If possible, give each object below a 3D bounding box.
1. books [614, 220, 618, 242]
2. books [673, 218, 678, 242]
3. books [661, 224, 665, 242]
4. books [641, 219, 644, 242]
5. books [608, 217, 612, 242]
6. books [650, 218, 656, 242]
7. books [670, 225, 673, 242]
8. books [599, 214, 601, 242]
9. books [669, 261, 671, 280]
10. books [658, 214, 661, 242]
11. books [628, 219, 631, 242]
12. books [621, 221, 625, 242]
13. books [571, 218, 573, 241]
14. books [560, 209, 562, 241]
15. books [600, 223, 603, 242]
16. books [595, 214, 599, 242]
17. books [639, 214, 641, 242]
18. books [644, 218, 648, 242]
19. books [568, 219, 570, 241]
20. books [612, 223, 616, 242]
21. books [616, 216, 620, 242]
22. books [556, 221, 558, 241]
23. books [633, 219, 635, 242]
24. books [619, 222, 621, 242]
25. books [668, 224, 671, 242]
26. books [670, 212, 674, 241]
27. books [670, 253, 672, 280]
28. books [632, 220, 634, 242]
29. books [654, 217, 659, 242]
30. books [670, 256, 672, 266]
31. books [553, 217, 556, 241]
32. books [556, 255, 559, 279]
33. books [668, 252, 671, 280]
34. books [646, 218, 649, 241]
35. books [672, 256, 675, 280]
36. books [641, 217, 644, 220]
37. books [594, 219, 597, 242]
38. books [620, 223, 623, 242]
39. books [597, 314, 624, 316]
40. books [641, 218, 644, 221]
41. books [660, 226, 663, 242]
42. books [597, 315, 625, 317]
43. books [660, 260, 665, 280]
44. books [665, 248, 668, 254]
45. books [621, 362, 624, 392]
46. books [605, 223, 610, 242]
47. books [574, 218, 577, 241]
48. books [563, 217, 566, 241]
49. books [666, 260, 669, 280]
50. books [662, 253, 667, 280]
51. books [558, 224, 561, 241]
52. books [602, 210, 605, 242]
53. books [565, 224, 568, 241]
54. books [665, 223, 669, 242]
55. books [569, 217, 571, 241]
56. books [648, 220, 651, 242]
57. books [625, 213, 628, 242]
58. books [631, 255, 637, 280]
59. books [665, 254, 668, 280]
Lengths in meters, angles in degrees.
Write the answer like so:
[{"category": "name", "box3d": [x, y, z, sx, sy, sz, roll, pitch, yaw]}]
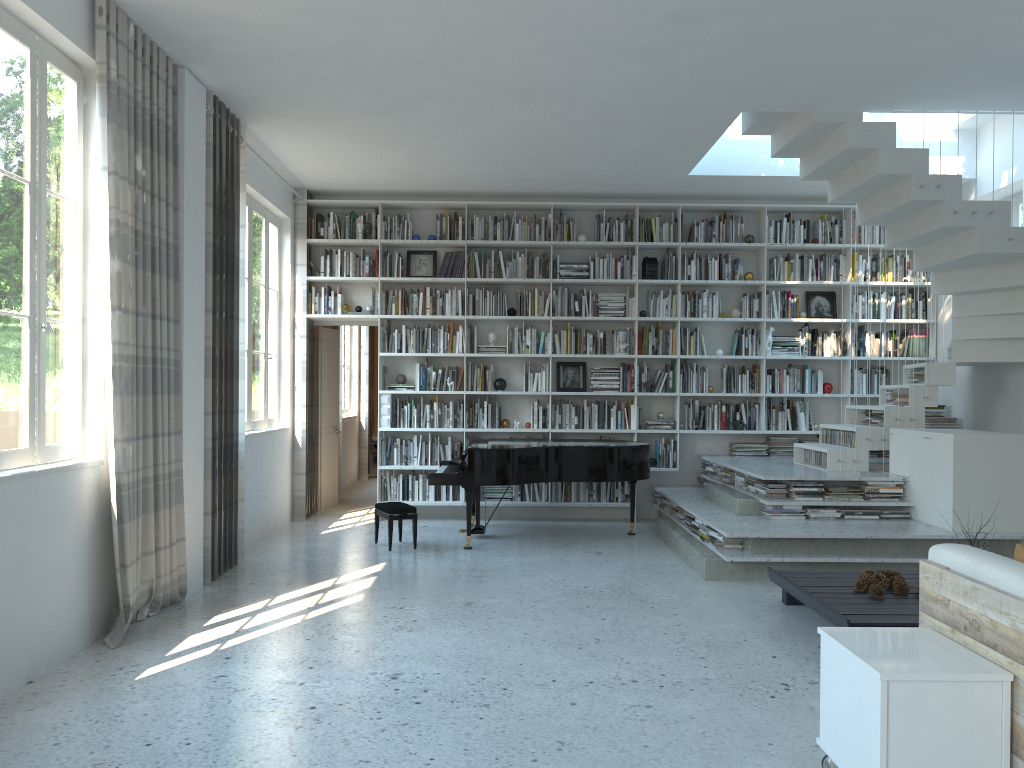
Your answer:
[{"category": "books", "box3d": [1.038, -1.504, 8.859, 0.023, 0.236, 0.154, 0, 0, -1]}, {"category": "books", "box3d": [1.621, -1.508, 8.850, 0.029, 0.253, 0.186, 0, 0, -1]}, {"category": "books", "box3d": [1.504, -1.483, 8.856, 0.024, 0.202, 0.180, 0, 0, -1]}, {"category": "books", "box3d": [1.296, -1.504, 8.842, 0.007, 0.239, 0.191, 0, 0, -1]}, {"category": "books", "box3d": [0.979, -1.521, 8.873, 0.028, 0.270, 0.140, 0, 0, -1]}, {"category": "books", "box3d": [1.403, -1.510, 8.853, 0.054, 0.254, 0.190, 0, 0, -1]}, {"category": "books", "box3d": [1.583, -1.479, 8.865, 0.022, 0.194, 0.181, 0, 0, -1]}, {"category": "books", "box3d": [0.870, -1.535, 8.859, 0.011, 0.296, 0.157, 0, 0, -1]}, {"category": "books", "box3d": [1.567, -1.121, 8.871, 0.013, 0.210, 0.140, 0, 0, -1]}, {"category": "books", "box3d": [1.465, -1.531, 8.857, 0.010, 0.297, 0.167, 0, 0, -1]}, {"category": "books", "box3d": [1.161, -1.507, 8.863, 0.028, 0.244, 0.161, 0, 0, -1]}, {"category": "books", "box3d": [1.108, -1.502, 8.882, 0.026, 0.234, 0.137, 0, 0, -1]}, {"category": "books", "box3d": [0.602, -1.517, 8.853, 0.005, 0.255, 0.168, 0, 0, -1]}, {"category": "books", "box3d": [0.489, -1.561, 8.865, 0.014, 0.341, 0.145, 0, 0, -1]}, {"category": "books", "box3d": [0.890, -1.491, 8.871, 0.031, 0.208, 0.146, 0, 0, -1]}, {"category": "books", "box3d": [0.847, -1.534, 8.851, 0.014, 0.292, 0.176, 0, 0, -1]}, {"category": "books", "box3d": [1.273, -1.533, 8.860, 0.007, 0.298, 0.181, 0, 0, -1]}, {"category": "books", "box3d": [1.329, -1.514, 8.859, 0.034, 0.261, 0.157, 0, 0, -1]}, {"category": "books", "box3d": [0.564, -1.514, 8.865, 0.014, 0.248, 0.139, 0, 0, -1]}, {"category": "books", "box3d": [1.010, -1.488, 8.854, 0.033, 0.203, 0.166, 0, 0, -1]}, {"category": "books", "box3d": [1.055, -1.521, 8.844, 0.010, 0.270, 0.180, 0, 0, -1]}, {"category": "books", "box3d": [0.444, -1.504, 8.864, 0.023, 0.228, 0.157, 0, 0, -1]}, {"category": "books", "box3d": [1.214, -1.513, 8.871, 0.022, 0.257, 0.136, 0, 0, -1]}, {"category": "books", "box3d": [1.066, -1.494, 8.855, 0.012, 0.217, 0.179, 0, 0, -1]}, {"category": "books", "box3d": [1.559, -1.483, 8.873, 0.025, 0.203, 0.162, 0, 0, -1]}, {"category": "books", "box3d": [1.600, -1.546, 8.882, 0.012, 0.329, 0.128, 0, 0, -1]}, {"category": "books", "box3d": [1.586, -1.160, 8.889, 0.013, 0.289, 0.131, 0, 0, -1]}, {"category": "books", "box3d": [1.196, -1.504, 8.864, 0.014, 0.239, 0.153, 0, 0, -1]}, {"category": "books", "box3d": [1.444, -1.520, 8.874, 0.030, 0.274, 0.151, 0, 0, -1]}, {"category": "books", "box3d": [1.577, -1.143, 8.861, 0.005, 0.255, 0.158, 0, 0, -1]}, {"category": "books", "box3d": [0.420, -1.517, 8.845, 0.026, 0.253, 0.185, 0, 0, -1]}, {"category": "books", "box3d": [0.454, -1.148, 8.839, 0.021, 0.249, 0.191, 0, 0, -1]}, {"category": "books", "box3d": [1.555, -1.160, 8.851, 0.021, 0.288, 0.179, 0, 0, -1]}, {"category": "books", "box3d": [1.350, -1.514, 8.867, 0.008, 0.262, 0.142, 0, 0, -1]}, {"category": "books", "box3d": [1.599, -1.140, 8.847, 0.013, 0.248, 0.186, 0, 0, -1]}, {"category": "books", "box3d": [1.308, -1.523, 8.868, 0.007, 0.279, 0.150, 0, 0, -1]}, {"category": "books", "box3d": [0.834, -1.510, 8.868, 0.012, 0.245, 0.151, 0, 0, -1]}, {"category": "books", "box3d": [1.084, -1.487, 8.838, 0.023, 0.202, 0.193, 0, 0, -1]}, {"category": "books", "box3d": [0.984, -0.683, 8.868, 0.254, 0.012, 0.161, 0, 0, 2]}, {"category": "books", "box3d": [1.302, -1.514, 8.857, 0.006, 0.260, 0.166, 0, 0, -1]}, {"category": "books", "box3d": [1.480, -1.472, 8.854, 0.022, 0.180, 0.173, 0, 0, -1]}, {"category": "books", "box3d": [0.984, -0.671, 8.866, 0.254, 0.012, 0.161, 0, 0, -5]}, {"category": "books", "box3d": [1.507, -1.123, 8.877, 0.019, 0.214, 0.156, 0, 0, -1]}, {"category": "books", "box3d": [1.539, -1.185, 8.873, 0.025, 0.339, 0.143, 0, 0, -1]}, {"category": "books", "box3d": [1.106, -0.065, 8.893, 0.011, 0.299, 0.130, 0, 0, -1]}, {"category": "books", "box3d": [0.940, -1.492, 8.855, 0.050, 0.211, 0.173, 0, 0, -1]}, {"category": "books", "box3d": [0.632, -1.517, 8.856, 0.011, 0.256, 0.143, 0, 0, -1]}, {"category": "books", "box3d": [0.522, -1.522, 8.845, 0.011, 0.265, 0.163, 0, 0, -1]}, {"category": "books", "box3d": [1.544, -1.124, 8.873, 0.024, 0.217, 0.169, 0, 0, -1]}, {"category": "books", "box3d": [1.515, -1.152, 8.844, 0.021, 0.272, 0.190, 0, 0, -1]}, {"category": "books", "box3d": [0.468, -1.488, 8.852, 0.026, 0.194, 0.166, 0, 0, -1]}, {"category": "books", "box3d": [0.911, -1.553, 8.849, 0.010, 0.331, 0.186, 0, 0, -1]}, {"category": "books", "box3d": [0.539, -1.488, 8.858, 0.023, 0.195, 0.172, 0, 0, -1]}, {"category": "books", "box3d": [1.531, -1.489, 8.852, 0.031, 0.213, 0.169, 0, 0, -1]}, {"category": "books", "box3d": [0.577, -1.522, 8.859, 0.013, 0.264, 0.147, 0, 0, -1]}, {"category": "books", "box3d": [1.361, -1.500, 8.849, 0.015, 0.234, 0.171, 0, 0, -1]}, {"category": "books", "box3d": [1.142, -1.539, 8.870, 0.012, 0.308, 0.138, 0, 0, -1]}, {"category": "books", "box3d": [1.204, -1.136, 8.800, 0.037, 0.237, 0.272, 0, 0, -1]}, {"category": "books", "box3d": [1.531, -1.152, 8.858, 0.022, 0.272, 0.181, 0, 0, -1]}]
